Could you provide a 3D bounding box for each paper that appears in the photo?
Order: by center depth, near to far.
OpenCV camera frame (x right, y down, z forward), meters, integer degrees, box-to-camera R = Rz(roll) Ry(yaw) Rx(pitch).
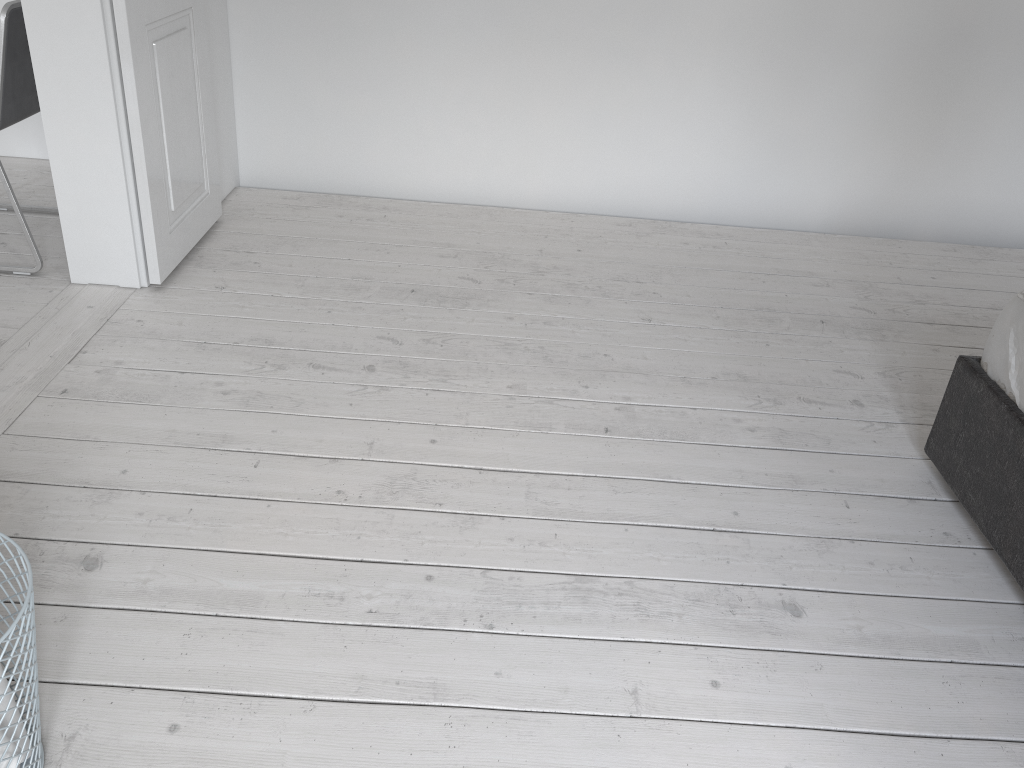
[{"bbox_3d":[-0.840,0.244,1.096,0.181,0.792,0.431,28,37,34],"label":"paper"},{"bbox_3d":[-0.789,0.358,1.147,0.244,0.402,0.049,5,30,0],"label":"paper"}]

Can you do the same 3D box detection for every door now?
[{"bbox_3d":[-1.023,-1.484,2.497,0.034,2.323,0.667,4,30,-2],"label":"door"}]

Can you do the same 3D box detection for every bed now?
[{"bbox_3d":[2.136,0.183,1.307,2.176,1.166,1.891,4,30,-2],"label":"bed"}]

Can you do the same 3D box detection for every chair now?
[{"bbox_3d":[-1.714,-0.845,2.860,0.524,0.796,0.563,4,30,-2],"label":"chair"}]

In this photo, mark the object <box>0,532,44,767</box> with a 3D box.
[{"bbox_3d":[-0.829,0.439,1.206,0.374,0.350,0.375,5,30,0],"label":"object"}]

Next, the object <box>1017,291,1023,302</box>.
[{"bbox_3d":[1.294,0.138,1.298,0.405,0.104,1.462,4,30,-2],"label":"object"}]
